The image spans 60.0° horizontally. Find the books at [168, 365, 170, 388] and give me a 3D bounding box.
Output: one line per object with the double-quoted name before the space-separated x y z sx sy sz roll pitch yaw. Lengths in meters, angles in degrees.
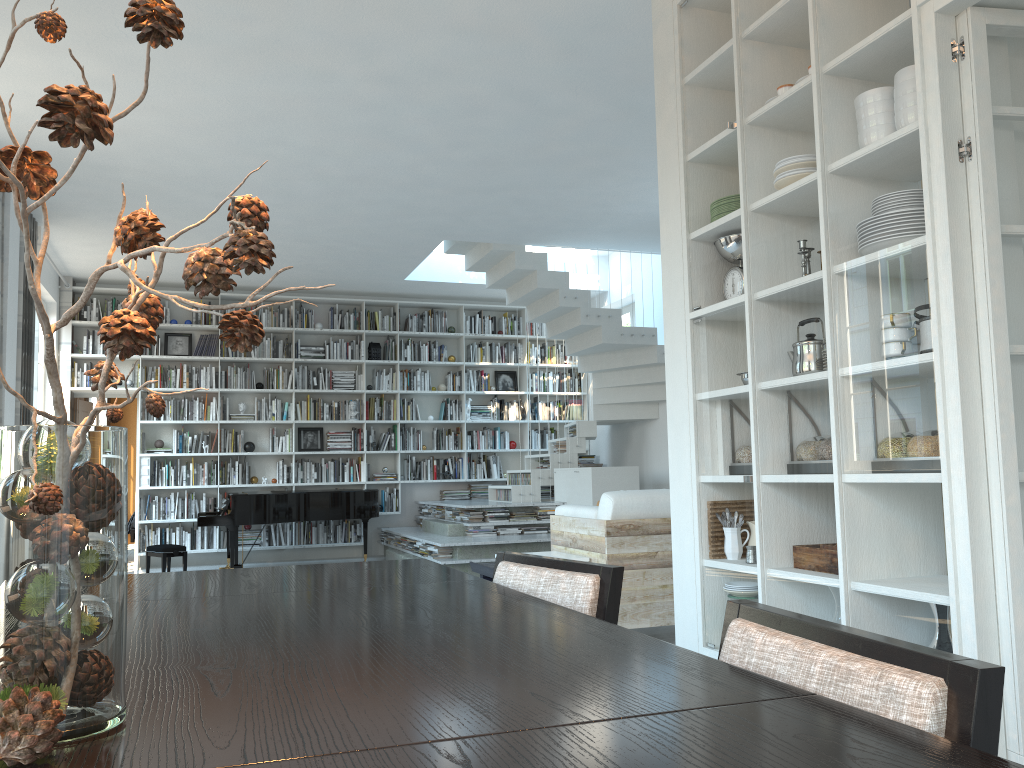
"books" -3.951 -0.069 10.208 0.012 0.277 0.150 1 -6 -19

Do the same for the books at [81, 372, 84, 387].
"books" -4.795 -0.033 9.922 0.029 0.185 0.135 1 -6 -19

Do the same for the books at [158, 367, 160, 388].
"books" -4.043 -0.060 10.162 0.014 0.252 0.187 1 -6 -19

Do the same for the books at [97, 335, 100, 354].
"books" -4.652 -0.424 9.997 0.024 0.239 0.156 1 -6 -19

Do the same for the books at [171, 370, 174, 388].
"books" -3.901 -0.040 10.209 0.031 0.217 0.173 1 -6 -19

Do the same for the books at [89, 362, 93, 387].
"books" -4.710 -0.092 9.916 0.013 0.296 0.187 1 -6 -19

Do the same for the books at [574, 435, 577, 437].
"books" 0.807 0.607 10.389 0.130 0.014 0.250 -1 -6 -6

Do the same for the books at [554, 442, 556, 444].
"books" 0.609 0.705 10.643 0.157 0.014 0.180 1 -6 -21

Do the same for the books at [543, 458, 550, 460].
"books" 0.485 0.878 10.364 0.177 0.014 0.194 1 -6 -25

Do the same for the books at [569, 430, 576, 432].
"books" 0.784 0.547 10.391 0.176 0.007 0.254 0 -6 -11

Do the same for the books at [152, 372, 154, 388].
"books" -4.097 -0.033 10.130 0.026 0.195 0.175 1 -6 -19

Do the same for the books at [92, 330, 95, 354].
"books" -4.694 -0.449 9.962 0.023 0.282 0.186 1 -6 -19

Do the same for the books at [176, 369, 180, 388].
"books" -3.855 -0.049 10.236 0.047 0.238 0.162 1 -6 -19

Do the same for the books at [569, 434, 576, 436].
"books" 0.777 0.594 10.385 0.182 0.013 0.287 -1 -6 -5

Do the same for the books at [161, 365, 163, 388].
"books" -4.011 -0.072 10.167 0.011 0.277 0.164 1 -6 -19

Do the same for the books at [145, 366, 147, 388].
"books" -4.177 -0.067 10.113 0.012 0.263 0.180 1 -6 -19

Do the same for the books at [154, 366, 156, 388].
"books" -4.086 -0.064 10.154 0.010 0.262 0.151 1 -6 -19

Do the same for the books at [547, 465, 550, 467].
"books" 0.493 0.928 10.071 0.172 0.019 0.240 -2 -6 6

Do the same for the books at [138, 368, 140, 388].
"books" -4.224 -0.051 10.068 0.021 0.224 0.232 1 -6 -19

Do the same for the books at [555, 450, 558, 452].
"books" 0.625 0.781 10.353 0.200 0.014 0.178 0 -6 -15

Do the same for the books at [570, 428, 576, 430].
"books" 0.787 0.528 10.393 0.174 0.009 0.240 0 -6 -10

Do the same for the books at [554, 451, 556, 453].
"books" 0.620 0.813 10.636 0.136 0.017 0.289 1 -6 -21

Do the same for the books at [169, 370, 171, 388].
"books" -3.933 -0.041 10.198 0.014 0.218 0.164 1 -6 -19

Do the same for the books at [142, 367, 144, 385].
"books" -4.214 -0.061 10.118 0.012 0.254 0.161 1 -6 -19

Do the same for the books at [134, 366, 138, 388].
"books" -4.281 -0.068 10.105 0.044 0.268 0.134 1 -6 -19

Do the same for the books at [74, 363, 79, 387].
"books" -4.849 -0.085 9.881 0.023 0.281 0.170 1 -6 -19

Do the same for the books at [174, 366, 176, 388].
"books" -3.882 -0.067 10.223 0.014 0.272 0.180 1 -6 -19

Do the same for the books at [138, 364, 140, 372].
"books" -4.250 -0.078 10.100 0.010 0.285 0.137 1 -6 -19

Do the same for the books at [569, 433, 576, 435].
"books" 0.776 0.580 10.386 0.191 0.014 0.244 -1 -6 -6

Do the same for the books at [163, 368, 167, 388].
"books" -3.989 -0.056 10.192 0.047 0.249 0.134 1 -6 -19

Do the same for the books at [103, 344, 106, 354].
"books" -4.592 -0.450 10.014 0.037 0.291 0.155 1 -6 -19

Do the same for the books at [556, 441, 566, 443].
"books" 0.635 0.662 10.109 0.234 0.025 0.157 -3 -6 18

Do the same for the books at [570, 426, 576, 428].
"books" 0.784 0.524 10.692 0.165 0.014 0.236 -1 -6 -2

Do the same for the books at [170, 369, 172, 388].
"books" -3.924 -0.045 10.209 0.011 0.228 0.170 1 -6 -19

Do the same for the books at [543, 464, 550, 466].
"books" 0.487 0.943 10.358 0.184 0.013 0.225 1 -6 -22

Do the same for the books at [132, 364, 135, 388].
"books" -4.301 -0.079 10.077 0.012 0.285 0.159 1 -6 -19

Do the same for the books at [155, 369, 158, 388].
"books" -4.065 -0.048 10.155 0.030 0.229 0.172 1 -6 -19

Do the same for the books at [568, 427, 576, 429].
"books" 0.779 0.517 10.393 0.191 0.013 0.244 0 -6 -8

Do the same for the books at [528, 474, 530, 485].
"books" 0.247 1.063 9.866 0.125 0.123 0.035 1 -6 -19

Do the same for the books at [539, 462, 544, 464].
"books" 0.429 0.937 10.577 0.140 0.022 0.181 2 -6 -26

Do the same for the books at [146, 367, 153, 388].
"books" -4.147 -0.062 10.141 0.062 0.258 0.153 1 -6 -19

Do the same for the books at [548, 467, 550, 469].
"books" 0.504 0.980 10.361 0.137 0.013 0.199 0 -6 -13

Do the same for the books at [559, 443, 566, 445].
"books" 0.638 0.688 10.114 0.184 0.016 0.179 -2 -6 9

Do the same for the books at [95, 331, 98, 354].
"books" -4.677 -0.449 9.992 0.028 0.288 0.133 1 -6 -19

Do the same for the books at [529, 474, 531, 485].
"books" 0.258 1.059 9.837 0.125 0.123 0.035 1 -6 -19

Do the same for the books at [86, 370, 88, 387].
"books" -4.750 -0.047 9.939 0.023 0.214 0.140 1 -6 -19

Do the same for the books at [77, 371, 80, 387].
"books" -4.826 -0.042 9.894 0.029 0.197 0.160 1 -6 -19

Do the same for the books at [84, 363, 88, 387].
"books" -4.766 -0.083 9.919 0.022 0.281 0.156 1 -6 -19

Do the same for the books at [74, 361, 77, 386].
"books" -4.874 -0.093 9.898 0.013 0.302 0.135 1 -6 -19

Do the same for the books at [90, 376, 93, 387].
"books" -4.696 -0.039 9.931 0.024 0.192 0.181 1 -6 -19

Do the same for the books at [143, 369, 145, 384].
"books" -4.195 -0.051 10.115 0.022 0.232 0.151 1 -6 -19

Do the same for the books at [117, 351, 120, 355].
"books" -4.457 -0.408 10.065 0.028 0.212 0.138 1 -6 -19

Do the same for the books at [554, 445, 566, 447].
"books" 0.634 0.705 10.095 0.295 0.007 0.146 -2 -6 11

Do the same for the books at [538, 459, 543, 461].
"books" 0.424 0.905 10.578 0.161 0.012 0.195 1 -6 -22

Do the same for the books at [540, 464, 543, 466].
"books" 0.429 0.965 10.574 0.145 0.015 0.166 1 -6 -25

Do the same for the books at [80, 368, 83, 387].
"books" -4.806 -0.054 9.893 0.010 0.220 0.181 1 -6 -19

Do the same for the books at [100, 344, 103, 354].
"books" -4.613 -0.450 9.986 0.021 0.285 0.179 1 -6 -19

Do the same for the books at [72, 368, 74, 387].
"books" -4.878 -0.056 9.869 0.013 0.222 0.163 1 -6 -19

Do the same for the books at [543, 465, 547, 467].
"books" 0.488 0.958 10.357 0.175 0.016 0.207 1 -6 -25
